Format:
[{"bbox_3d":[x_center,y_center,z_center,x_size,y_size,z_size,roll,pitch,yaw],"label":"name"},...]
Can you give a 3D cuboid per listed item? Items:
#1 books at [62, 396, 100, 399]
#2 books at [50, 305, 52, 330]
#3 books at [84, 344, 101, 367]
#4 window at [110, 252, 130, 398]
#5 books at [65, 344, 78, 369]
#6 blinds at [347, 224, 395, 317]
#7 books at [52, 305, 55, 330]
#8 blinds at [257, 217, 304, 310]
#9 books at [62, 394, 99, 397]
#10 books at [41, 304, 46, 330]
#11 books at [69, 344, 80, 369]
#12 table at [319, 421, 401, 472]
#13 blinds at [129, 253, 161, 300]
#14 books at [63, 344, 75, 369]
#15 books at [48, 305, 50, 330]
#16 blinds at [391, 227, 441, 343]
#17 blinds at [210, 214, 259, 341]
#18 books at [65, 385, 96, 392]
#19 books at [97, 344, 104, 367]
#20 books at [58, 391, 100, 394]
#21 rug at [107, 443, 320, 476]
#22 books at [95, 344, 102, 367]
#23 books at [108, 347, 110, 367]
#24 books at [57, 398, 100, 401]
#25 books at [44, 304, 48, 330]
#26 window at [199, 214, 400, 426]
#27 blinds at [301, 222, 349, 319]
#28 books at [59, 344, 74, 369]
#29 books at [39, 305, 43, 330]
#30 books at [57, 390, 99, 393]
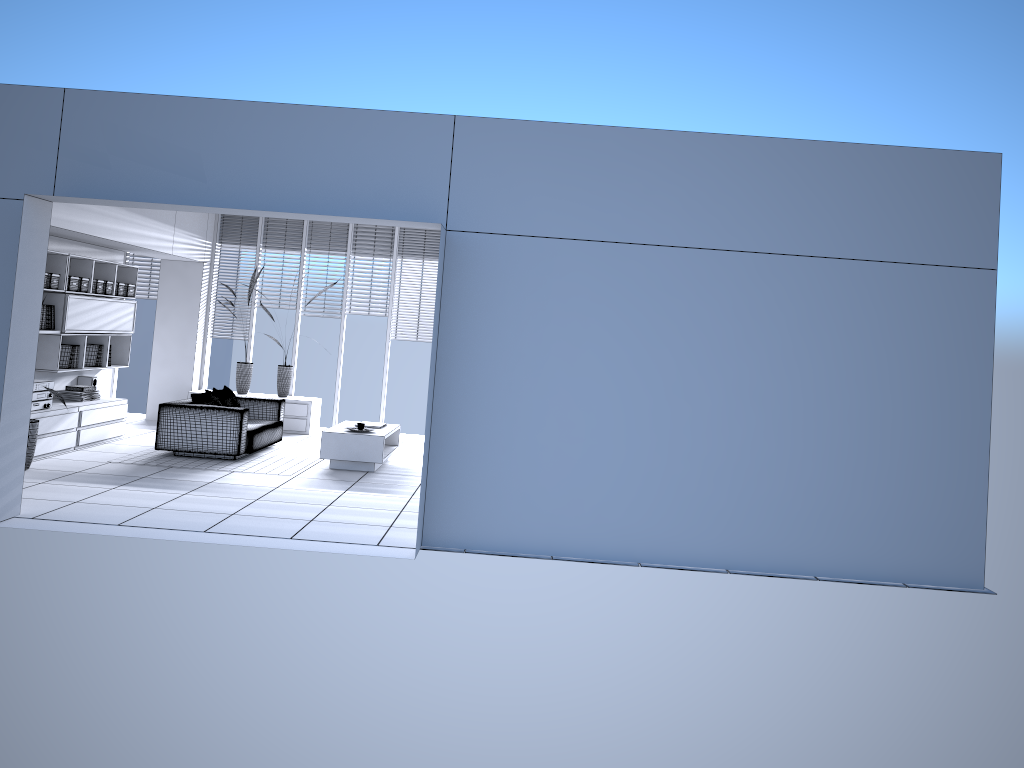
[{"bbox_3d":[-4.808,0.136,9.803,0.285,0.008,0.415,4,3,2],"label":"books"},{"bbox_3d":[-4.865,-0.694,9.117,0.207,0.259,0.072,4,-3,1],"label":"books"},{"bbox_3d":[-4.876,-0.330,10.175,0.207,0.261,0.074,4,-3,1],"label":"books"},{"bbox_3d":[-5.899,-1.129,12.591,0.688,3.142,0.099,4,-3,1],"label":"window"},{"bbox_3d":[-4.886,-0.304,9.669,0.207,0.260,0.050,4,-3,1],"label":"books"},{"bbox_3d":[-2.012,-1.666,12.627,0.637,1.383,0.038,4,-3,1],"label":"blinds"},{"bbox_3d":[-4.855,-0.697,9.162,0.207,0.259,0.072,4,-3,0],"label":"books"},{"bbox_3d":[-3.298,-1.761,12.648,0.637,1.372,0.051,4,-3,1],"label":"blinds"},{"bbox_3d":[-4.810,0.116,9.771,0.285,0.008,0.415,4,3,2],"label":"books"},{"bbox_3d":[-4.873,-0.689,8.989,0.207,0.260,0.050,4,-3,1],"label":"books"},{"bbox_3d":[-4.886,-0.307,9.721,0.207,0.260,0.050,4,-3,1],"label":"books"},{"bbox_3d":[-1.642,0.676,9.657,0.650,0.390,1.199,4,2,1],"label":"table"},{"bbox_3d":[-5.196,-1.905,12.713,0.637,1.383,0.038,4,-3,1],"label":"blinds"},{"bbox_3d":[-4.884,-0.301,9.602,0.207,0.261,0.074,4,-3,0],"label":"books"},{"bbox_3d":[-4.870,-0.694,9.085,0.207,0.261,0.074,4,-3,1],"label":"books"},{"bbox_3d":[-1.311,-1.451,12.605,0.715,1.698,0.047,4,-3,1],"label":"blinds"},{"bbox_3d":[-3.955,-1.581,12.645,0.637,1.891,0.057,4,-3,1],"label":"blinds"},{"bbox_3d":[-4.776,0.049,9.766,0.207,0.050,0.258,4,3,6],"label":"books"},{"bbox_3d":[-4.879,-0.335,10.274,0.207,0.260,0.050,4,-3,1],"label":"books"},{"bbox_3d":[-4.805,0.087,9.772,0.285,0.008,0.415,4,3,2],"label":"books"},{"bbox_3d":[-3.033,0.765,9.680,1.798,0.001,2.230,4,3,1],"label":"rug"},{"bbox_3d":[-4.876,-0.332,10.207,0.207,0.261,0.074,4,-3,0],"label":"books"},{"bbox_3d":[-4.883,-0.344,10.475,0.207,0.261,0.074,4,-3,2],"label":"books"},{"bbox_3d":[-4.813,0.165,9.801,0.285,0.008,0.415,4,3,2],"label":"books"},{"bbox_3d":[-4.871,-0.693,9.053,0.207,0.261,0.074,4,-3,2],"label":"books"},{"bbox_3d":[-1.589,-0.805,12.486,5.502,3.142,0.099,4,-3,1],"label":"window"},{"bbox_3d":[-2.661,-1.631,12.631,0.637,1.363,0.057,4,-3,1],"label":"blinds"},{"bbox_3d":[-4.884,-0.299,9.570,0.207,0.261,0.074,4,-3,1],"label":"books"},{"bbox_3d":[-4.877,-0.687,8.937,0.207,0.260,0.050,4,-3,1],"label":"books"},{"bbox_3d":[-4.812,0.077,9.755,0.285,0.008,0.415,4,3,2],"label":"books"}]
